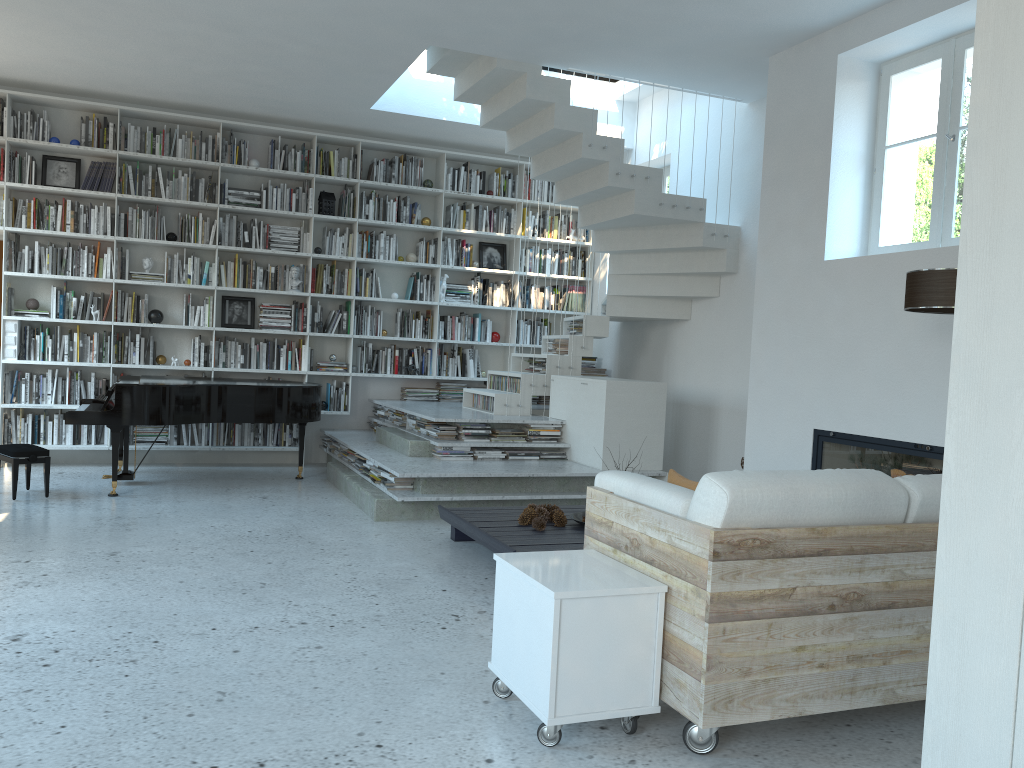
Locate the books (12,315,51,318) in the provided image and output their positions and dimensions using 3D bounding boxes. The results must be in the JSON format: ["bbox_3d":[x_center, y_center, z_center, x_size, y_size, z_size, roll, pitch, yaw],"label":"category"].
[{"bbox_3d":[-4.135,-0.578,7.643,0.285,0.012,0.159,2,2,-19],"label":"books"}]

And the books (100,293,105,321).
[{"bbox_3d":[-3.621,-0.679,7.841,0.021,0.251,0.154,2,3,-22],"label":"books"}]

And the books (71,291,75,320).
[{"bbox_3d":[-3.832,-0.686,7.743,0.011,0.250,0.172,2,3,-22],"label":"books"}]

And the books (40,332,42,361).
[{"bbox_3d":[-4.067,-0.325,7.679,0.014,0.243,0.171,2,3,-22],"label":"books"}]

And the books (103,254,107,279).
[{"bbox_3d":[-3.592,-1.031,7.831,0.031,0.223,0.144,2,3,-22],"label":"books"}]

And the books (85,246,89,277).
[{"bbox_3d":[-3.724,-1.061,7.764,0.015,0.275,0.157,2,3,-22],"label":"books"}]

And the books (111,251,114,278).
[{"bbox_3d":[-3.537,-1.047,7.859,0.036,0.258,0.123,2,3,-22],"label":"books"}]

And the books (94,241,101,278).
[{"bbox_3d":[-3.646,-1.084,7.802,0.035,0.326,0.170,2,3,-22],"label":"books"}]

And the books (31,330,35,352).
[{"bbox_3d":[-4.132,-0.337,7.647,0.007,0.264,0.176,2,3,-22],"label":"books"}]

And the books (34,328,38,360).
[{"bbox_3d":[-4.109,-0.344,7.660,0.008,0.280,0.164,2,3,-22],"label":"books"}]

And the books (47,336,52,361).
[{"bbox_3d":[-4.013,-0.310,7.693,0.015,0.219,0.190,2,3,-22],"label":"books"}]

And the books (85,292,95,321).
[{"bbox_3d":[-3.710,-0.684,7.799,0.060,0.255,0.158,2,3,-22],"label":"books"}]

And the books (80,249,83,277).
[{"bbox_3d":[-3.769,-1.052,7.767,0.011,0.252,0.139,2,3,-22],"label":"books"}]

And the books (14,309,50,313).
[{"bbox_3d":[-4.135,-0.627,7.645,0.254,0.012,0.160,2,2,-21],"label":"books"}]

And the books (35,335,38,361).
[{"bbox_3d":[-4.103,-0.314,7.672,0.015,0.218,0.176,2,3,-22],"label":"books"}]

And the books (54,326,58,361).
[{"bbox_3d":[-3.956,-0.349,7.709,0.019,0.300,0.180,2,3,-22],"label":"books"}]

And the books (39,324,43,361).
[{"bbox_3d":[-4.075,-0.361,7.676,0.006,0.315,0.145,2,3,-22],"label":"books"}]

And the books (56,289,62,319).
[{"bbox_3d":[-3.943,-0.693,7.715,0.031,0.255,0.143,2,3,-22],"label":"books"}]

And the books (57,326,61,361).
[{"bbox_3d":[-3.945,-0.352,7.726,0.012,0.306,0.189,2,3,-22],"label":"books"}]

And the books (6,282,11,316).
[{"bbox_3d":[-4.302,-0.721,7.575,0.012,0.285,0.159,2,3,-22],"label":"books"}]

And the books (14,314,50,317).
[{"bbox_3d":[-4.136,-0.590,7.647,0.254,0.012,0.160,2,2,-21],"label":"books"}]

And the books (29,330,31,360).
[{"bbox_3d":[-4.153,-0.335,7.659,0.022,0.257,0.141,2,3,-22],"label":"books"}]

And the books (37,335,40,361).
[{"bbox_3d":[-4.084,-0.312,7.666,0.015,0.217,0.180,2,3,-22],"label":"books"}]

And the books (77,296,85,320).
[{"bbox_3d":[-3.783,-0.666,7.787,0.056,0.214,0.142,2,3,-22],"label":"books"}]

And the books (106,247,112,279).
[{"bbox_3d":[-3.565,-1.062,7.845,0.027,0.286,0.148,2,3,-22],"label":"books"}]

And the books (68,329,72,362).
[{"bbox_3d":[-3.867,-0.337,7.758,0.014,0.282,0.150,2,3,-22],"label":"books"}]

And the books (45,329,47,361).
[{"bbox_3d":[-4.036,-0.341,7.700,0.009,0.278,0.157,2,3,-22],"label":"books"}]

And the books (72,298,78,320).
[{"bbox_3d":[-3.811,-0.654,7.741,0.029,0.190,0.188,2,3,-22],"label":"books"}]

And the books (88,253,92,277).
[{"bbox_3d":[-3.704,-1.034,7.793,0.021,0.221,0.148,2,3,-22],"label":"books"}]

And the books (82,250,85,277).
[{"bbox_3d":[-3.755,-1.047,7.783,0.028,0.242,0.131,2,3,-22],"label":"books"}]

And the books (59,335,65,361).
[{"bbox_3d":[-3.928,-0.314,7.755,0.045,0.230,0.138,2,3,-22],"label":"books"}]

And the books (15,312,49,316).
[{"bbox_3d":[-4.134,-0.602,7.642,0.254,0.012,0.160,2,2,-25],"label":"books"}]

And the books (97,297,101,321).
[{"bbox_3d":[-3.644,-0.659,7.830,0.027,0.210,0.143,2,3,-22],"label":"books"}]

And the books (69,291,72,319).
[{"bbox_3d":[-3.855,-0.686,7.754,0.022,0.249,0.129,2,3,-22],"label":"books"}]

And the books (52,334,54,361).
[{"bbox_3d":[-3.994,-0.316,7.733,0.016,0.231,0.136,2,3,-22],"label":"books"}]

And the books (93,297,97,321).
[{"bbox_3d":[-3.667,-0.658,7.810,0.030,0.208,0.172,2,3,-22],"label":"books"}]

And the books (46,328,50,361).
[{"bbox_3d":[-4.020,-0.344,7.681,0.007,0.286,0.182,2,3,-22],"label":"books"}]

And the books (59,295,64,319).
[{"bbox_3d":[-3.905,-0.667,7.700,0.029,0.208,0.189,2,3,-22],"label":"books"}]

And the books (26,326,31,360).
[{"bbox_3d":[-4.166,-0.354,7.644,0.014,0.294,0.171,2,3,-22],"label":"books"}]

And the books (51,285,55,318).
[{"bbox_3d":[-3.982,-0.709,7.691,0.012,0.285,0.159,2,3,-22],"label":"books"}]

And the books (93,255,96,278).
[{"bbox_3d":[-3.672,-1.024,7.796,0.013,0.203,0.161,2,3,-22],"label":"books"}]

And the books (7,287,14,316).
[{"bbox_3d":[-4.281,-0.698,7.574,0.028,0.243,0.156,2,3,-22],"label":"books"}]

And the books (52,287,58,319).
[{"bbox_3d":[-3.966,-0.702,7.697,0.024,0.273,0.150,2,3,-22],"label":"books"}]

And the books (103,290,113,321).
[{"bbox_3d":[-3.558,-0.688,7.823,0.082,0.276,0.228,2,3,-22],"label":"books"}]

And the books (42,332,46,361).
[{"bbox_3d":[-4.051,-0.324,7.671,0.009,0.244,0.184,2,3,-22],"label":"books"}]

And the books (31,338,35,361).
[{"bbox_3d":[-4.116,-0.299,7.639,0.019,0.189,0.193,2,3,-22],"label":"books"}]

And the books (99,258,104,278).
[{"bbox_3d":[-3.621,-1.012,7.821,0.030,0.183,0.151,2,3,-22],"label":"books"}]

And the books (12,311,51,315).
[{"bbox_3d":[-4.133,-0.614,7.639,0.285,0.012,0.159,2,2,-18],"label":"books"}]

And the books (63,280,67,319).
[{"bbox_3d":[-3.896,-0.731,7.735,0.011,0.336,0.153,2,3,-22],"label":"books"}]

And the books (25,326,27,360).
[{"bbox_3d":[-4.183,-0.352,7.645,0.016,0.290,0.152,2,3,-22],"label":"books"}]

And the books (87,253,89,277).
[{"bbox_3d":[-3.718,-1.033,7.783,0.012,0.217,0.160,2,3,-22],"label":"books"}]

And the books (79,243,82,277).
[{"bbox_3d":[-3.780,-1.079,7.766,0.011,0.304,0.129,2,3,-22],"label":"books"}]

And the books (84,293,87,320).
[{"bbox_3d":[-3.750,-0.679,7.799,0.013,0.242,0.141,2,3,-22],"label":"books"}]

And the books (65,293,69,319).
[{"bbox_3d":[-3.882,-0.679,7.751,0.030,0.231,0.147,2,3,-22],"label":"books"}]

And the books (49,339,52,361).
[{"bbox_3d":[-3.998,-0.294,7.696,0.016,0.189,0.183,2,3,-22],"label":"books"}]

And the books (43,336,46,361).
[{"bbox_3d":[-4.052,-0.309,7.705,0.016,0.211,0.145,2,3,-22],"label":"books"}]

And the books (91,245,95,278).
[{"bbox_3d":[-3.688,-1.070,7.802,0.015,0.293,0.143,2,3,-22],"label":"books"}]

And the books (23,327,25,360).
[{"bbox_3d":[-4.195,-0.351,7.642,0.008,0.285,0.159,2,3,-22],"label":"books"}]

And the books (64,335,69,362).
[{"bbox_3d":[-3.888,-0.311,7.753,0.027,0.230,0.159,2,3,-22],"label":"books"}]
